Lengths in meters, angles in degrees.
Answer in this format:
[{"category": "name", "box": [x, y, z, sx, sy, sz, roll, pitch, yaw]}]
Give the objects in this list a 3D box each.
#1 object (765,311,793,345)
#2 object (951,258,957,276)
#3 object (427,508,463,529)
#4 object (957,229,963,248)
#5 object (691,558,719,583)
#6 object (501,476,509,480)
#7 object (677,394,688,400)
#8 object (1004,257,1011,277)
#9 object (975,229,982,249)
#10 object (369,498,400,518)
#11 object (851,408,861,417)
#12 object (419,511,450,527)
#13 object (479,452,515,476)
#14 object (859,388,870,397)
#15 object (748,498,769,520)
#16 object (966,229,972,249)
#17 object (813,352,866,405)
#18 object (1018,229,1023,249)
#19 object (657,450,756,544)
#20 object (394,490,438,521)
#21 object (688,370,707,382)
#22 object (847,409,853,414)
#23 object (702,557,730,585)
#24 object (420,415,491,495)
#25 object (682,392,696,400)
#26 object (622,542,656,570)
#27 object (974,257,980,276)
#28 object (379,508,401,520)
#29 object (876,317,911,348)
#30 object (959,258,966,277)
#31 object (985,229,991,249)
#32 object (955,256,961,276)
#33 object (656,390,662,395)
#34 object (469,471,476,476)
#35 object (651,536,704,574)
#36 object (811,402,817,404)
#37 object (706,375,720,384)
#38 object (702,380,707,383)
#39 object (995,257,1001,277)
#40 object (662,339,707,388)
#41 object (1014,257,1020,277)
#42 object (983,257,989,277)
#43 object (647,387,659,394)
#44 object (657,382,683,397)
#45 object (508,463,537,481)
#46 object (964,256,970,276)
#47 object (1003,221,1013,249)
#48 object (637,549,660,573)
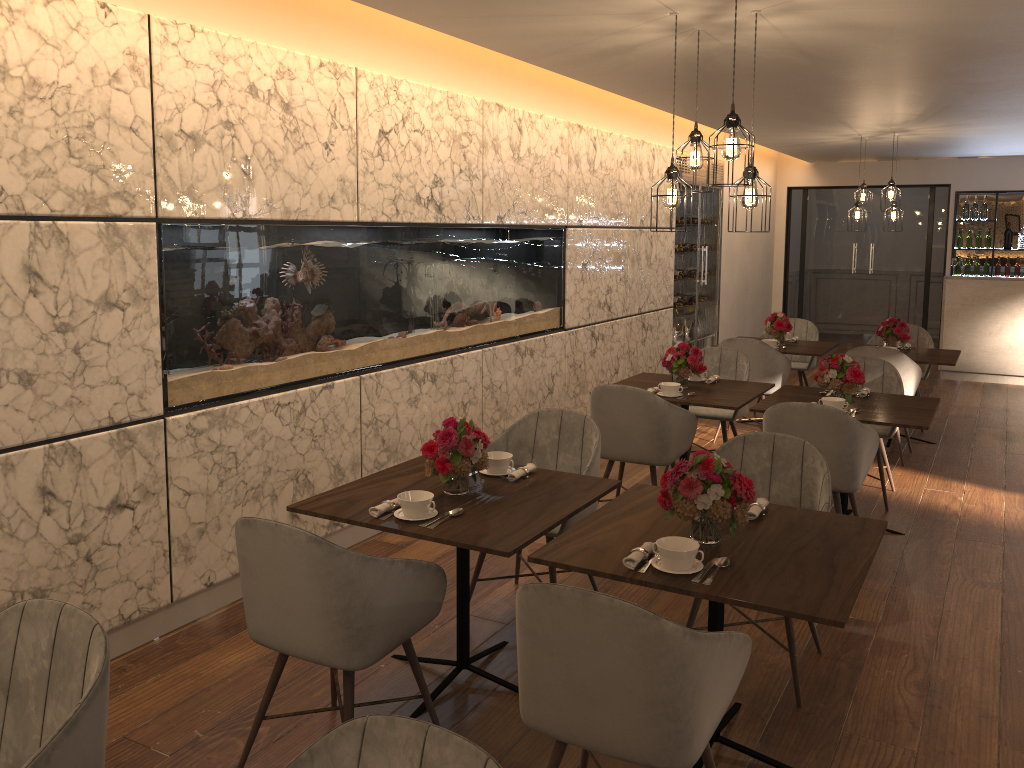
[{"category": "object", "box": [2.308, -0.490, 7.634, 0.234, 0.299, 0.307, 1, 8, 4]}, {"category": "object", "box": [5.111, -1.353, 10.241, 0.065, 0.206, 0.065, 3, 7, 20]}, {"category": "object", "box": [-0.224, 0.448, 2.964, 0.043, 0.015, 0.198, 6, 11, 32]}, {"category": "object", "box": [5.939, -1.929, 11.737, 0.065, 0.260, 0.066, 1, 7, 8]}, {"category": "object", "box": [0.557, 0.532, 2.538, 0.022, 0.004, 0.212, 6, 11, 29]}, {"category": "object", "box": [0.005, 0.352, 3.496, 0.025, 0.024, 0.194, 5, 11, 29]}, {"category": "object", "box": [1.013, 0.072, 5.215, 0.022, 0.004, 0.212, 6, 11, 29]}, {"category": "object", "box": [6.439, -1.520, 11.499, 0.065, 0.260, 0.066, 1, 7, 8]}, {"category": "object", "box": [6.132, -1.910, 11.630, 0.065, 0.260, 0.066, 1, 7, 8]}, {"category": "object", "box": [-0.425, 0.420, 3.052, 0.056, 0.039, 0.176, 5, 11, 29]}, {"category": "object", "box": [1.842, 0.152, 4.746, 0.043, 0.015, 0.198, 5, 11, 25]}, {"category": "object", "box": [-0.245, 0.450, 2.984, 0.022, 0.004, 0.212, 6, 11, 29]}, {"category": "object", "box": [-0.059, 0.320, 3.540, 0.148, 0.072, 0.149, 1, 9, 7]}, {"category": "object", "box": [2.100, 0.051, 5.273, 0.056, 0.039, 0.176, 5, 11, 29]}, {"category": "object", "box": [0.842, 0.429, 3.041, 0.056, 0.039, 0.176, 5, 11, 29]}, {"category": "object", "box": [6.035, -1.919, 11.683, 0.065, 0.260, 0.066, 1, 7, 8]}, {"category": "object", "box": [1.867, -0.038, 5.010, 0.234, 0.299, 0.307, -4, 9, -28]}, {"category": "object", "box": [6.571, -1.873, 11.382, 0.108, 0.280, 0.109, -2, 7, -15]}, {"category": "object", "box": [0.607, 0.340, 2.776, 0.305, 0.299, 0.236, 1, 8, 7]}, {"category": "object", "box": [-0.325, 0.413, 2.995, 0.148, 0.072, 0.149, 1, 9, 7]}, {"category": "object", "box": [1.199, -0.058, 5.772, 0.148, 0.072, 0.149, -3, 10, -18]}, {"category": "object", "box": [1.815, 0.154, 4.770, 0.022, 0.004, 0.212, 6, 11, 29]}, {"category": "object", "box": [0.584, 0.530, 2.514, 0.043, 0.015, 0.198, 5, 11, 25]}, {"category": "object", "box": [-0.209, 0.251, 3.264, 0.235, 0.299, 0.307, 5, 9, 31]}, {"category": "object", "box": [1.041, 0.071, 5.192, 0.043, 0.015, 0.198, 5, 11, 25]}, {"category": "object", "box": [0.377, 0.501, 2.606, 0.056, 0.039, 0.176, 5, 11, 29]}, {"category": "object", "box": [6.130, -1.552, 11.671, 0.065, 0.260, 0.066, 1, 7, 8]}, {"category": "object", "box": [-0.390, 0.428, 3.044, 0.025, 0.024, 0.194, 5, 11, 29]}, {"category": "object", "box": [3.091, -0.410, 7.207, 0.234, 0.299, 0.307, -2, 8, -13]}, {"category": "object", "box": [5.188, -1.346, 10.204, 0.065, 0.206, 0.146, 3, 8, 20]}, {"category": "object", "box": [6.228, -1.900, 11.576, 0.065, 0.260, 0.066, 1, 7, 8]}, {"category": "object", "box": [5.937, -1.571, 11.778, 0.065, 0.260, 0.066, 1, 7, 8]}, {"category": "object", "box": [0.868, 0.050, 5.276, 0.025, 0.024, 0.194, 5, 11, 29]}, {"category": "object", "box": [-0.140, 0.351, 3.559, 0.022, 0.004, 0.212, 6, 11, 29]}, {"category": "object", "box": [0.476, 0.495, 2.549, 0.148, 0.072, 0.149, 1, 9, 7]}, {"category": "object", "box": [1.635, 0.123, 4.838, 0.056, 0.039, 0.176, 5, 11, 29]}, {"category": "object", "box": [1.298, -0.031, 5.718, 0.056, 0.039, 0.176, 5, 11, 29]}, {"category": "object", "box": [1.263, -0.026, 5.728, 0.025, 0.024, 0.194, 5, 11, 29]}, {"category": "object", "box": [6.343, -1.530, 11.552, 0.065, 0.260, 0.066, 1, 7, 8]}, {"category": "object", "box": [1.053, -0.128, 5.495, 0.235, 0.299, 0.306, -6, 10, -39]}, {"category": "object", "box": [6.536, -1.510, 11.445, 0.065, 0.260, 0.066, 1, 7, 8]}, {"category": "object", "box": [6.226, -1.542, 11.617, 0.065, 0.260, 0.066, 1, 7, 8]}, {"category": "object", "box": [0.833, 0.042, 5.283, 0.056, 0.039, 0.176, 5, 11, 29]}, {"category": "object", "box": [0.933, 0.035, 5.226, 0.148, 0.072, 0.149, -3, 10, -18]}, {"category": "object", "box": [0.040, 0.347, 3.487, 0.056, 0.039, 0.176, 5, 11, 29]}, {"category": "object", "box": [6.033, -1.562, 11.724, 0.065, 0.260, 0.066, 1, 7, 8]}, {"category": "object", "box": [6.429, -1.928, 11.463, 0.104, 0.357, 0.105, 0, 7, 1]}, {"category": "object", "box": [0.411, 0.510, 2.598, 0.025, 0.024, 0.194, 5, 11, 29]}]
